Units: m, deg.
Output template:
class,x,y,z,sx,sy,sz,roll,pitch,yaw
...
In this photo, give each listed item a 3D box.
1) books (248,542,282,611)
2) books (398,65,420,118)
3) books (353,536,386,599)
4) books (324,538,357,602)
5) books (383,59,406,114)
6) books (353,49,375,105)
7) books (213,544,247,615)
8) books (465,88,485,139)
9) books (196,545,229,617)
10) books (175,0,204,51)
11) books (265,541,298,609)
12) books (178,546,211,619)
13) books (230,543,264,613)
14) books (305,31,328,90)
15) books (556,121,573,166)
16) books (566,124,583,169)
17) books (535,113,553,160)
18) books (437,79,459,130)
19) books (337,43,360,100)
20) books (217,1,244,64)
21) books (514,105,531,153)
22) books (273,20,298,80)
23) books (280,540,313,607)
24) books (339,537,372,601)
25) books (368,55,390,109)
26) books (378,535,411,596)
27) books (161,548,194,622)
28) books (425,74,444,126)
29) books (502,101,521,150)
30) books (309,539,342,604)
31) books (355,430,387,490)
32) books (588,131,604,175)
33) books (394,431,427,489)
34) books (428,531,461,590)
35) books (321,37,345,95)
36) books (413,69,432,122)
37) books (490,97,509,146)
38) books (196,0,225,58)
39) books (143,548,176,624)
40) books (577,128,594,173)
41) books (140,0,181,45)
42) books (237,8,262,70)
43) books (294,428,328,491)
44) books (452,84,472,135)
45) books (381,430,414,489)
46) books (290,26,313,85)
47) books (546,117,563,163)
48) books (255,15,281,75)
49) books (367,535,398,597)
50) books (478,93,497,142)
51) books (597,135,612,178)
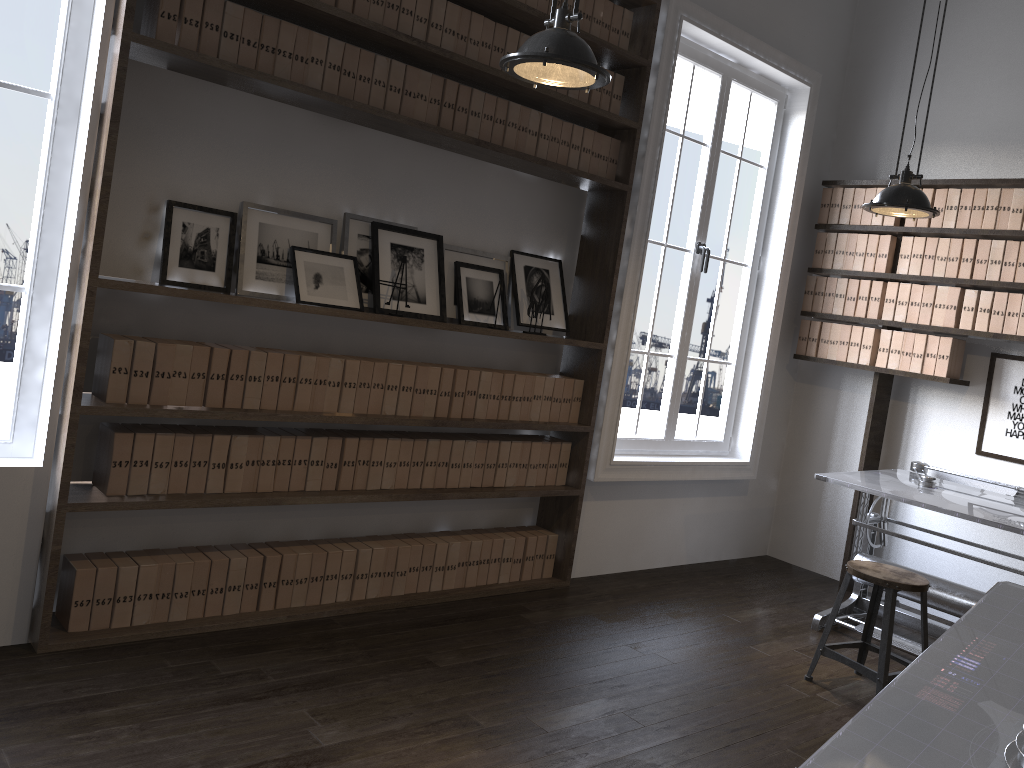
class,x,y,z,sx,sy,sz,roll,pitch,yaw
books,-1.014,0.778,3.580,0.066,0.225,0.175,7,4,-41
books,-0.475,-1.208,3.710,0.066,0.225,0.175,7,4,-41
books,-0.644,0.807,3.904,0.066,0.225,0.175,7,4,-41
books,-0.754,0.798,3.808,0.066,0.225,0.175,7,4,-41
books,-0.530,-1.212,3.663,0.066,0.225,0.175,7,4,-41
books,-0.641,-1.222,3.575,0.066,0.225,0.175,7,4,-41
books,-1.124,0.769,3.485,0.066,0.225,0.175,7,4,-41
books,-0.214,-1.188,3.940,0.066,0.225,0.175,7,4,-41
books,-1.180,0.764,3.442,0.066,0.225,0.175,7,4,-41
books,-1.161,-1.262,3.115,0.066,0.225,0.175,7,4,-41
books,-0.962,0.781,3.632,0.066,0.225,0.175,7,4,-41
books,-1.234,0.760,3.395,0.066,0.225,0.175,7,4,-41
books,-1.074,0.772,3.535,0.066,0.225,0.175,7,4,-41
books,-0.798,-1.234,3.434,0.066,0.225,0.175,7,4,-41
books,0.197,-1.156,4.304,0.066,0.225,0.175,7,4,-41
books,0.251,-1.151,4.346,0.066,0.225,0.175,7,4,-41
books,0.095,-1.164,4.208,0.066,0.225,0.175,7,4,-41
books,-0.324,-1.196,3.844,0.066,0.225,0.175,7,4,-41
books,-0.692,-1.226,3.528,0.066,0.225,0.175,7,4,-41
books,-1.052,-1.254,3.211,0.066,0.225,0.175,7,4,-41
books,-0.009,-1.172,4.122,0.066,0.225,0.175,7,4,-41
books,-0.894,-1.241,3.347,0.066,0.225,0.175,7,4,-41
books,-0.911,0.785,3.673,0.066,0.225,0.175,7,4,-41
books,-0.697,0.803,3.856,0.066,0.225,0.175,7,4,-41
books,-0.586,-1.217,3.618,0.066,0.225,0.175,7,4,-41
books,-0.545,0.815,3.987,0.066,0.225,0.175,7,4,-41
books,-1.281,0.757,3.347,0.066,0.225,0.175,7,4,-41
books,-0.383,-1.202,3.799,0.066,0.225,0.175,7,4,-41
books,-0.056,-1.175,4.075,0.066,0.225,0.175,7,4,-41
books,-0.807,0.794,3.758,0.066,0.225,0.175,7,4,-41
books,-0.629,0.327,3.833,0.066,0.225,0.175,7,4,-41
books,0.358,-1.143,4.434,0.066,0.225,0.175,7,4,-41
books,-0.473,0.339,3.976,0.066,0.225,0.175,7,4,-41
books,-0.334,0.831,4.173,0.066,0.225,0.175,7,4,-41
books,-0.743,-1.229,3.480,0.066,0.225,0.175,7,4,-41
books,-0.430,-1.205,3.755,0.066,0.225,0.175,7,4,-41
books,-0.110,-1.180,4.035,0.066,0.225,0.175,7,4,-41
books,-1.108,-1.259,3.168,0.066,0.225,0.175,7,4,-41
books,-1.334,0.752,3.307,0.066,0.225,0.175,7,4,-41
books,0.308,-1.147,4.391,0.066,0.225,0.175,7,4,-41
books,-1.220,-1.267,3.071,0.066,0.225,0.175,7,4,-41
books,-1.002,-1.250,3.261,0.066,0.225,0.175,7,4,-41
books,-0.845,0.310,3.648,0.066,0.225,0.175,7,4,-41
books,-0.271,-1.193,3.897,0.066,0.225,0.175,7,4,-41
books,-0.526,0.334,3.932,0.066,0.225,0.175,7,4,-41
books,-0.847,-1.238,3.394,0.066,0.225,0.175,7,4,-41
books,0.145,-1.160,4.257,0.066,0.225,0.175,7,4,-41
books,-0.948,-1.246,3.307,0.066,0.225,0.175,7,4,-41
books,-0.598,0.810,3.947,0.066,0.225,0.175,7,4,-41
books,-0.164,-1.184,3.989,0.066,0.225,0.175,7,4,-41
books,0.403,-1.140,4.479,0.066,0.225,0.175,7,4,-41
